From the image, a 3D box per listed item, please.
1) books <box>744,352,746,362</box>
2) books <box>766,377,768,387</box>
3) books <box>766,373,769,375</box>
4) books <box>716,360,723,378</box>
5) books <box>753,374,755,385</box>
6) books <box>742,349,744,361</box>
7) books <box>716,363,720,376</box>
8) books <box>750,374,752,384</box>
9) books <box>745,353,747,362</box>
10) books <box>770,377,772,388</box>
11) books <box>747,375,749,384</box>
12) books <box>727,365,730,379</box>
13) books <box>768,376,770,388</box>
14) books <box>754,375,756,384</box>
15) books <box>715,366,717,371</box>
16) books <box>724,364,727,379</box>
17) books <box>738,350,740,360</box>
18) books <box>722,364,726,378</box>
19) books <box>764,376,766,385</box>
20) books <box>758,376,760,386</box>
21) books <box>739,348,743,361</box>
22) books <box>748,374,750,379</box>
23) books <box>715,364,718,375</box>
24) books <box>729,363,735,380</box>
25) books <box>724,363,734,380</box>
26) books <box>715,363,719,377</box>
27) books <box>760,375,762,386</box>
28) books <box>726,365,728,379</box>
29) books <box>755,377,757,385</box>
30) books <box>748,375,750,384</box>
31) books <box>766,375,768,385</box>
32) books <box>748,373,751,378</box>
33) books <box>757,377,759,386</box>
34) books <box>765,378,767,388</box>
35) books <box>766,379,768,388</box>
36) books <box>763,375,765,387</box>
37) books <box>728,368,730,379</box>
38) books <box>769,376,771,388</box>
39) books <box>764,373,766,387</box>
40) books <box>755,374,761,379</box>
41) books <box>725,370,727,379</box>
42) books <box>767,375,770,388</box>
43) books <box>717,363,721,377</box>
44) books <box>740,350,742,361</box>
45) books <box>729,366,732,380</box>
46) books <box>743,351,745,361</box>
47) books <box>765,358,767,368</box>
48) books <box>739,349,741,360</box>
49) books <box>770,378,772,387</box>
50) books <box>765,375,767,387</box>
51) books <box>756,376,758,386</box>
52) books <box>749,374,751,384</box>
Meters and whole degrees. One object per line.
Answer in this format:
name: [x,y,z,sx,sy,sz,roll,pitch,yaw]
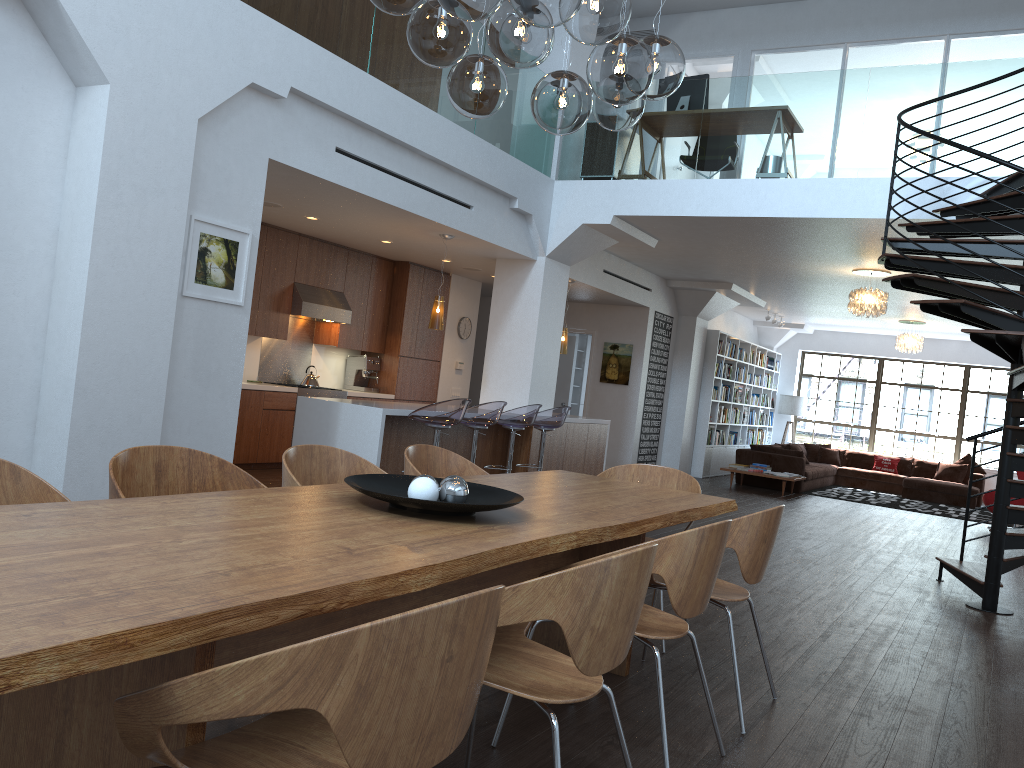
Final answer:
books: [4.161,-0.487,16.057,0.128,0.178,0.022,7,0,29]
books: [4.977,-0.043,17.589,0.161,0.223,0.027,7,0,29]
books: [5.029,-0.070,17.687,0.176,0.290,0.036,7,0,29]
books: [3.405,-0.255,14.757,0.176,0.290,0.053,7,0,29]
books: [4.499,-0.087,16.731,0.146,0.202,0.027,7,0,29]
books: [4.065,-0.522,15.902,0.158,0.226,0.052,7,0,29]
books: [3.319,-0.237,14.619,0.172,0.235,0.112,7,0,29]
books: [4.385,-0.099,16.529,0.146,0.202,0.027,7,0,29]
books: [4.190,-0.483,16.124,0.128,0.178,0.022,7,0,29]
books: [5.145,-0.027,17.909,0.168,0.231,0.037,7,0,29]
books: [4.310,-0.090,16.381,0.107,0.167,0.017,7,0,29]
books: [3.630,-0.211,15.215,0.183,0.253,0.042,7,0,29]
books: [5.052,-0.052,17.729,0.180,0.259,0.060,7,0,29]
books: [4.524,-0.078,16.785,0.139,0.191,0.036,7,0,29]
books: [3.247,-0.219,14.498,0.161,0.182,0.170,7,0,29]
books: [3.554,-0.223,15.083,0.180,0.259,0.042,7,0,29]
books: [3.937,-0.519,15.657,0.139,0.191,0.036,7,0,29]
books: [3.517,-0.224,15.004,0.183,0.253,0.042,7,0,29]
books: [4.883,-0.053,17.410,0.161,0.223,0.026,7,0,29]
books: [4.696,-0.061,17.100,0.136,0.196,0.045,7,0,29]
books: [4.045,-0.527,15.857,0.140,0.231,0.042,7,0,29]
books: [4.340,-0.092,16.452,0.128,0.178,0.021,7,0,29]
books: [3.282,-0.233,14.569,0.161,0.218,0.101,7,0,29]
books: [3.775,-0.214,15.453,0.176,0.291,0.053,7,0,29]
books: [3.735,-0.215,15.416,0.198,0.284,0.049,7,0,29]
books: [3.301,-0.237,14.593,0.152,0.232,0.104,7,0,29]
books: [4.757,-0.070,17.216,0.158,0.226,0.052,7,0,29]
books: [3.596,-0.212,15.149,0.171,0.246,0.039,7,0,29]
books: [4.597,-0.055,16.893,0.106,0.162,0.032,7,0,29]
books: [4.326,-0.091,16.429,0.126,0.173,0.032,7,0,29]
books: [4.957,-0.056,17.554,0.171,0.246,0.057,7,0,29]
books: [4.365,-0.101,16.510,0.146,0.202,0.027,7,0,29]
books: [4.661,-0.056,17.033,0.128,0.178,0.021,7,0,29]
books: [4.938,-0.062,17.513,0.183,0.253,0.034,7,0,29]
books: [4.989,-0.050,17.624,0.174,0.240,0.045,7,0,29]
books: [4.837,-0.089,17.356,0.198,0.284,0.066,7,0,29]
books: [3.658,-0.193,15.240,0.161,0.223,0.032,7,0,29]
books: [5.095,-0.044,17.817,0.183,0.253,0.034,7,0,29]
books: [4.898,-0.085,17.448,0.176,0.290,0.053,7,0,29]
books: [4.736,-0.074,17.172,0.140,0.231,0.042,7,0,29]
books: [3.575,-0.216,15.116,0.160,0.251,0.039,7,0,29]
books: [5.018,-0.053,17.653,0.183,0.253,0.034,7,0,29]
books: [3.357,-0.237,14.694,0.174,0.242,0.105,7,0,29]
books: [4.006,-0.517,15.781,0.146,0.202,0.027,7,0,29]
books: [3.693,-0.198,15.308,0.174,0.240,0.054,7,0,29]
books: [4.113,-0.499,15.976,0.139,0.191,0.036,7,0,29]
books: [4.914,-0.425,17.399,0.161,0.223,0.032,7,0,29]
books: [3.969,-0.521,15.707,0.146,0.202,0.027,7,0,29]
books: [5.139,-0.024,17.876,0.161,0.223,0.026,7,0,29]
books: [4.918,-0.064,17.486,0.183,0.253,0.034,7,0,29]
books: [4.631,-0.060,16.990,0.128,0.178,0.022,7,0,29]
books: [4.353,-0.097,16.479,0.139,0.191,0.036,7,0,29]
